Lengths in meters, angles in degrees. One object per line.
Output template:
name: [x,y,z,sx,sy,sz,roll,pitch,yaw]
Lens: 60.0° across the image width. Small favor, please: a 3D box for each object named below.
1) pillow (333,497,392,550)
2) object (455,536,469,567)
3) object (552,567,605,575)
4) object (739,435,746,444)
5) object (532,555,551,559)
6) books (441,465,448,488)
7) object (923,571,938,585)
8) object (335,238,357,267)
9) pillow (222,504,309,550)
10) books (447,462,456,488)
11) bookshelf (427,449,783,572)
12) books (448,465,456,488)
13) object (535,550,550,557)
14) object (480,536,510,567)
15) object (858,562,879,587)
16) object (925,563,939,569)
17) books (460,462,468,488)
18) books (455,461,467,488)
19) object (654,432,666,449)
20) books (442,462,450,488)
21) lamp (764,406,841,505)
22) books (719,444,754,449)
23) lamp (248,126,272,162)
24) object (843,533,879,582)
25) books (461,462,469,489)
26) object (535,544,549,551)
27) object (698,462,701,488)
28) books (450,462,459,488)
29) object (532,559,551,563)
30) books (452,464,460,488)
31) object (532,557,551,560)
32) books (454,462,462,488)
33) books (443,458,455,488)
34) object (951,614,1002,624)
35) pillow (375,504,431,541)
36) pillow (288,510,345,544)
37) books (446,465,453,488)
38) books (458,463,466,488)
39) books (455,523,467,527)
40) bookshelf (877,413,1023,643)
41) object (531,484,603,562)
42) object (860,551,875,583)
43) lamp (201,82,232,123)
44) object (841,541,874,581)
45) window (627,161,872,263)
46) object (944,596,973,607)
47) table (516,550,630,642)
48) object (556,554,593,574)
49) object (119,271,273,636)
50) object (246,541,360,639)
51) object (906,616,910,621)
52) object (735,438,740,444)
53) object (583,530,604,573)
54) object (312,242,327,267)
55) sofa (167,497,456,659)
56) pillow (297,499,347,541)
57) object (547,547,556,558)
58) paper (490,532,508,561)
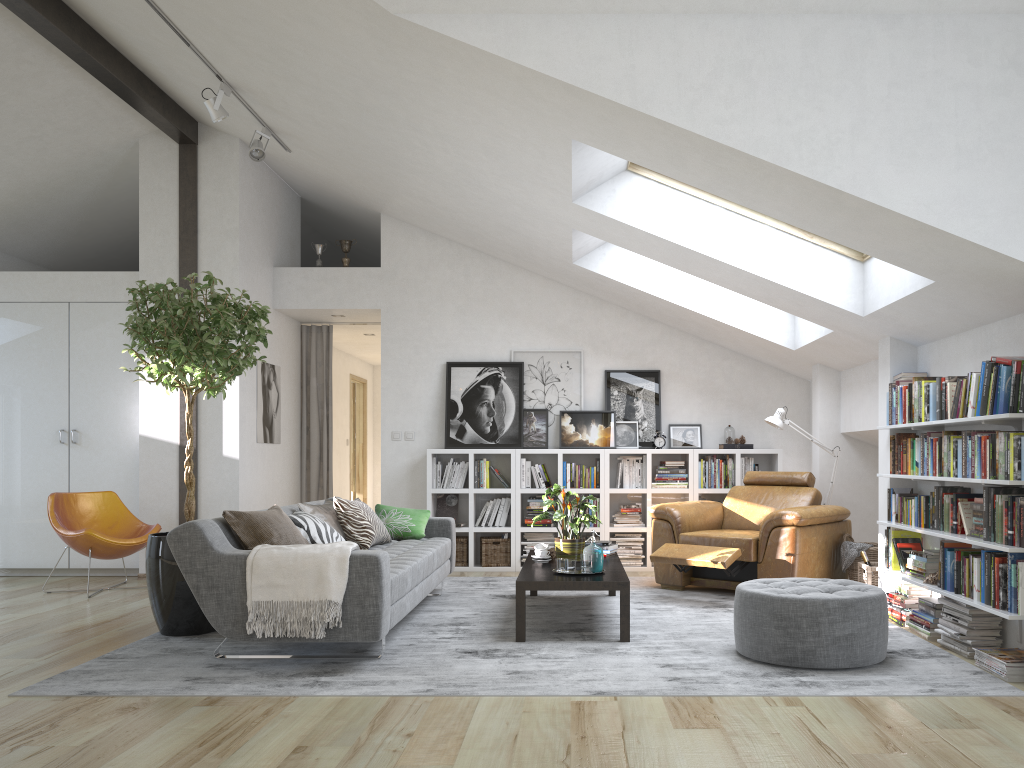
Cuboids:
pillow: [-0.966,0.876,5.674,0.270,0.340,0.582,0,-4,7]
object: [-0.493,1.459,7.749,0.243,0.240,0.247,0,-2,7]
object: [0.379,1.060,5.022,0.295,0.012,0.306,-1,-5,16]
object: [2.033,0.491,7.828,0.069,0.086,0.067,0,-2,2]
object: [0.181,1.075,5.496,0.121,0.024,0.121,0,-5,-3]
books: [-0.581,0.806,7.707,0.063,0.201,0.130,0,-1,3]
object: [2.245,1.029,4.724,0.070,0.078,0.123,0,-3,-10]
object: [-1.494,-1.169,7.988,0.126,0.277,0.160,1,-1,-41]
pillow: [-1.215,0.796,4.506,0.294,0.337,0.607,0,-4,13]
books: [-0.522,0.793,7.724,0.073,0.228,0.148,0,-1,3]
bookshelf: [0.803,1.093,7.740,3.044,1.050,0.300,0,0,0]
books: [-0.514,0.805,7.704,0.063,0.202,0.130,0,-1,3]
object: [0.183,1.054,5.497,0.084,0.050,0.078,1,-4,-21]
object: [-0.147,1.457,7.727,0.248,0.240,0.243,0,-2,-8]
object: [2.457,1.328,5.864,0.274,0.270,0.279,0,-2,7]
object: [2.334,1.002,4.960,0.152,0.037,0.253,0,-5,3]
books: [-0.409,0.791,7.715,0.073,0.228,0.148,0,-1,3]
books: [-0.443,0.788,7.724,0.083,0.237,0.146,0,-1,3]
object: [1.278,0.488,7.664,0.108,0.151,0.051,0,-1,16]
books: [-0.566,0.792,7.704,0.069,0.225,0.129,0,-1,3]
lamp: [2.222,0.854,6.757,0.600,1.367,0.226,0,0,5]
books: [1.956,0.548,7.757,0.266,0.046,0.194,0,-4,-2]
lamp: [-1.800,-1.706,6.331,0.149,0.250,0.177,0,-2,-9]
object: [2.538,1.279,6.240,0.390,0.432,0.398,0,-2,9]
books: [-0.396,0.791,7.701,0.073,0.228,0.148,0,-1,3]
object: [0.183,1.025,5.495,0.081,0.067,0.080,-1,-3,17]
object: [1.620,0.792,7.739,0.030,0.231,0.169,0,-2,3]
books: [-0.500,0.793,7.711,0.069,0.225,0.129,0,-1,3]
object: [0.184,1.094,5.496,0.117,0.021,0.125,-4,-6,42]
books: [-0.479,0.802,7.713,0.068,0.209,0.136,0,-1,3]
object: [0.184,1.085,5.496,0.117,0.021,0.125,-4,-6,42]
books: [-0.462,0.793,7.724,0.073,0.228,0.148,0,-1,3]
books: [-0.545,0.775,7.712,0.088,0.263,0.143,0,-1,3]
object: [2.312,1.167,4.438,0.155,0.013,0.287,-1,-5,7]
pillow: [-0.803,0.981,6.248,0.426,0.261,0.237,0,-2,3]
pillow: [-1.135,0.871,5.037,0.346,0.283,0.582,0,-4,3]
books: [-0.537,0.805,7.712,0.063,0.201,0.130,0,-1,3]
books: [-0.426,0.798,7.720,0.073,0.217,0.141,0,-1,3]
books: [-0.533,1.215,7.681,0.245,0.020,0.182,-1,-5,11]
bookshelf: [2.301,0.724,4.611,0.249,1.059,1.659,0,-3,4]
object: [0.334,0.889,5.551,0.443,0.525,0.371,1,-2,-24]
object: [2.403,1.285,5.888,0.097,0.332,0.280,0,-2,-13]
lamp: [-1.865,-1.766,5.595,0.158,0.253,0.156,0,-1,-6]
object: [2.470,1.271,6.211,0.376,0.332,0.296,1,-2,-22]
window: [1.341,-1.058,4.719,1.838,0.728,1.527,0,-4,2]
object: [2.306,1.091,4.464,0.153,0.012,0.320,-1,-5,8]
table: [0.375,1.264,5.460,0.599,0.324,1.609,0,-5,3]
object: [0.341,1.004,4.961,0.222,0.107,0.102,-2,-3,29]
object: [-1.750,0.370,4.947,0.819,2.018,0.794,0,-1,-20]
object: [-0.954,0.940,4.093,0.463,0.418,0.372,0,-2,5]
object: [2.349,1.365,5.261,0.155,0.035,0.273,0,-5,-1]
object: [1.973,0.505,7.807,0.057,0.055,0.064,2,-3,-39]
object: [0.459,0.945,5.023,0.116,0.239,0.122,0,-1,28]
object: [-1.734,-1.151,7.987,0.106,0.241,0.113,0,-1,33]
sofa: [-0.990,1.065,5.276,0.989,0.682,2.555,0,-4,3]
pillow: [-1.140,0.895,5.604,0.253,0.318,0.667,0,-4,4]
object: [0.267,1.092,5.735,0.128,0.078,0.067,2,-3,-31]
paper: [-0.136,1.427,7.730,0.184,0.272,0.195,0,-2,-8]
